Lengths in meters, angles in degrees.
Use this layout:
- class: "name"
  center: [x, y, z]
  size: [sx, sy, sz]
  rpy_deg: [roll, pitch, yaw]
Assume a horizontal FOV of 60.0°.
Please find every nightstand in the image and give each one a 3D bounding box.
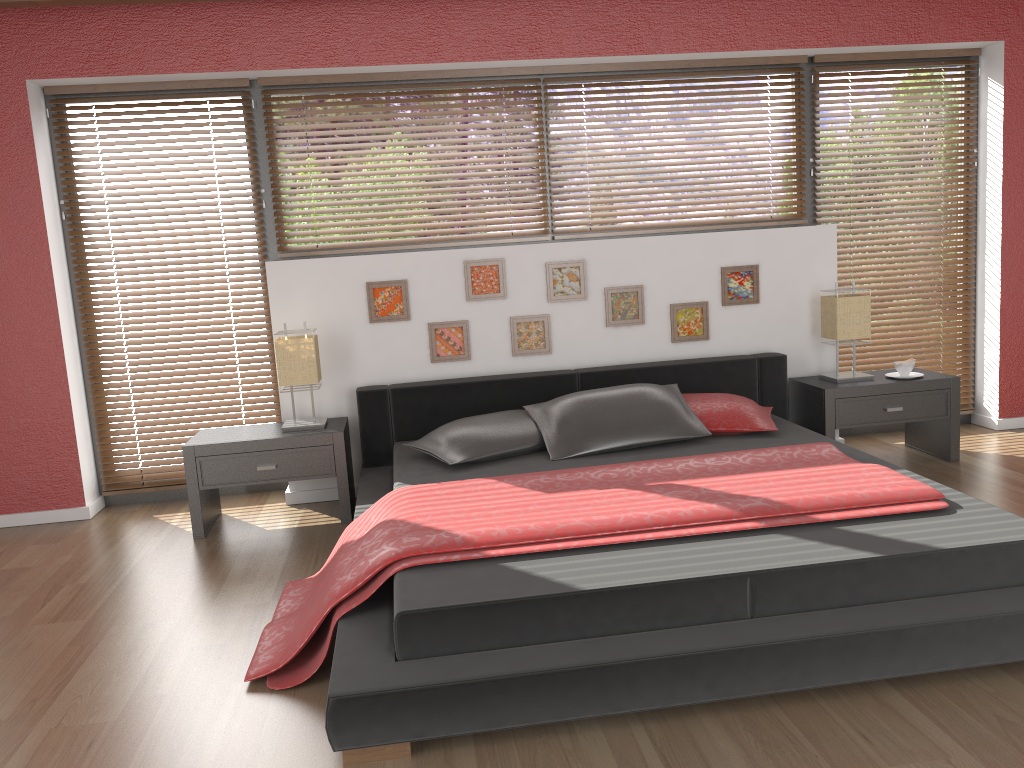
- class: "nightstand"
  center: [-1.112, 0.427, 4.147]
  size: [0.700, 0.423, 0.413]
  rpy_deg: [-5, 9, -7]
- class: "nightstand"
  center: [1.832, 0.177, 4.508]
  size: [0.700, 0.423, 0.413]
  rpy_deg: [-5, 9, -7]

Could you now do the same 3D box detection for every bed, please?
- class: "bed"
  center: [0.346, 0.377, 3.317]
  size: [2.469, 0.577, 2.413]
  rpy_deg: [-5, 9, -7]

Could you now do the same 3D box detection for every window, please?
- class: "window"
  center: [0.179, -1.197, 4.702]
  size: [2.817, 0.786, 0.020]
  rpy_deg: [-5, 9, -7]
- class: "window"
  center: [-1.717, -0.498, 4.546]
  size: [0.889, 1.893, 0.020]
  rpy_deg: [-5, 9, -7]
- class: "window"
  center: [2.142, -0.825, 5.018]
  size: [0.889, 1.893, 0.020]
  rpy_deg: [-5, 9, -7]

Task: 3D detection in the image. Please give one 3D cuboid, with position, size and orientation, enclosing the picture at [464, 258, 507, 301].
- class: "picture"
  center: [-0.132, -0.516, 4.395]
  size: [0.200, 0.200, 0.010]
  rpy_deg: [-5, 9, -7]

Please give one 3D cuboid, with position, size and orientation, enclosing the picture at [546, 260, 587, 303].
- class: "picture"
  center: [0.274, -0.516, 4.450]
  size: [0.200, 0.200, 0.010]
  rpy_deg: [-5, 9, -7]

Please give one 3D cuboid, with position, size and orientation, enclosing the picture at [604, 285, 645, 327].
- class: "picture"
  center: [0.573, -0.396, 4.507]
  size: [0.200, 0.200, 0.010]
  rpy_deg: [-5, 9, -7]

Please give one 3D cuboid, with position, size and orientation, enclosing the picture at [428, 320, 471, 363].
- class: "picture"
  center: [-0.311, -0.211, 4.415]
  size: [0.200, 0.200, 0.010]
  rpy_deg: [-5, 9, -7]

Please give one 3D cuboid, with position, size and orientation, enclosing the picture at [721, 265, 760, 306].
- class: "picture"
  center: [1.177, -0.508, 4.573]
  size: [0.200, 0.200, 0.010]
  rpy_deg: [-5, 9, -7]

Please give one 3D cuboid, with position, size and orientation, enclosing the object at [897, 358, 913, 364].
- class: "object"
  center: [1.962, -0.112, 4.434]
  size: [0.192, 0.007, 0.007]
  rpy_deg: [-12, 12, -42]

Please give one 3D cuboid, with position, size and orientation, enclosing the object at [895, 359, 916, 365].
- class: "object"
  center: [1.957, -0.108, 4.411]
  size: [0.192, 0.007, 0.007]
  rpy_deg: [-10, 11, -37]

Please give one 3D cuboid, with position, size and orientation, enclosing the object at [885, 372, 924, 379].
- class: "object"
  center: [1.964, -0.041, 4.438]
  size: [0.179, 0.012, 0.179]
  rpy_deg: [-1, 9, 18]

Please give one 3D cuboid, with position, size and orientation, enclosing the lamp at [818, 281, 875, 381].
- class: "lamp"
  center: [1.679, -0.274, 4.464]
  size: [0.200, 0.480, 0.200]
  rpy_deg: [-5, 9, -7]

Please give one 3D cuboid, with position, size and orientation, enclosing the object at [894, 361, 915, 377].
- class: "object"
  center: [1.961, -0.073, 4.433]
  size: [0.099, 0.069, 0.099]
  rpy_deg: [-1, 9, 18]

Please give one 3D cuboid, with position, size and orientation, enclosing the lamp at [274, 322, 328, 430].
- class: "lamp"
  center: [-0.989, -0.048, 4.137]
  size: [0.200, 0.480, 0.200]
  rpy_deg: [-5, 9, -7]

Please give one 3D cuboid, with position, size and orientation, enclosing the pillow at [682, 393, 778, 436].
- class: "pillow"
  center: [0.833, 0.140, 4.081]
  size: [0.745, 0.172, 0.418]
  rpy_deg: [-2, 9, 12]

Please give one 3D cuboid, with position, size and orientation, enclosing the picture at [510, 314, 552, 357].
- class: "picture"
  center: [0.096, -0.245, 4.465]
  size: [0.200, 0.200, 0.010]
  rpy_deg: [-5, 9, -7]

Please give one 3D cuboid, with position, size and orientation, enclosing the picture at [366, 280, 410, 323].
- class: "picture"
  center: [-0.606, -0.405, 4.347]
  size: [0.200, 0.200, 0.010]
  rpy_deg: [-5, 9, -7]

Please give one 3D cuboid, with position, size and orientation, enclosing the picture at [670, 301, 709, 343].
- class: "picture"
  center: [0.915, -0.318, 4.564]
  size: [0.200, 0.200, 0.010]
  rpy_deg: [-5, 9, -7]

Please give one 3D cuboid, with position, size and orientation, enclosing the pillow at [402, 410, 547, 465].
- class: "pillow"
  center: [-0.062, 0.224, 3.918]
  size: [0.745, 0.172, 0.418]
  rpy_deg: [-9, 10, -31]

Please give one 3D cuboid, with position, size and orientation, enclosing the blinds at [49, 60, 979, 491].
- class: "blinds"
  center: [0.222, -0.616, 4.720]
  size: [4.840, 1.952, 0.032]
  rpy_deg: [-5, 9, -7]

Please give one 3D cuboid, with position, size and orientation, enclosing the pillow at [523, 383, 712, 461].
- class: "pillow"
  center: [0.453, 0.142, 3.888]
  size: [0.744, 0.241, 0.386]
  rpy_deg: [-6, 9, -11]
